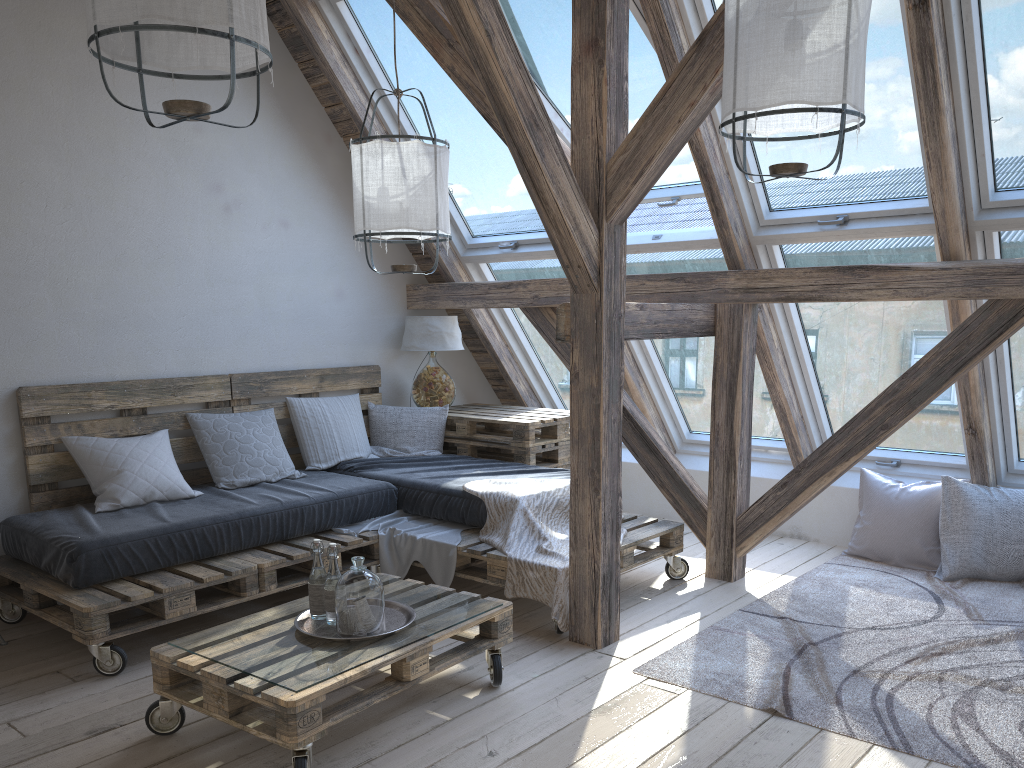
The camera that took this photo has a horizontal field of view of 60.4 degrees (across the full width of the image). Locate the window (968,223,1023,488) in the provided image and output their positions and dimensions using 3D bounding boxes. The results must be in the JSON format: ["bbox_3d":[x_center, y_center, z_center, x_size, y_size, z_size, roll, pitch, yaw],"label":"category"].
[{"bbox_3d":[2.477,-0.084,3.719,0.849,1.303,1.083,7,11,40],"label":"window"}]

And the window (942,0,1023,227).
[{"bbox_3d":[1.821,-1.214,2.739,0.849,1.303,1.083,7,11,40],"label":"window"}]

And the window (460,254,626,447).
[{"bbox_3d":[0.372,-0.198,5.473,0.849,1.303,1.083,7,11,40],"label":"window"}]

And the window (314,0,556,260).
[{"bbox_3d":[-0.283,-1.328,4.493,0.849,1.303,1.083,7,11,40],"label":"window"}]

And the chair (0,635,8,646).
[{"bbox_3d":[-2.239,0.792,3.483,0.350,0.531,0.350,8,13,43],"label":"chair"}]

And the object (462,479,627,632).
[{"bbox_3d":[0.294,0.722,3.953,0.808,0.483,0.994,-3,6,-20],"label":"object"}]

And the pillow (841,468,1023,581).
[{"bbox_3d":[2.219,0.711,4.344,1.128,0.536,0.429,3,9,32],"label":"pillow"}]

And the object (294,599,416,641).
[{"bbox_3d":[-0.513,0.776,2.892,0.393,0.022,0.390,-3,5,-30],"label":"object"}]

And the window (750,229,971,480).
[{"bbox_3d":[1.775,-0.122,4.303,0.849,1.303,1.083,7,11,40],"label":"window"}]

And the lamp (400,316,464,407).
[{"bbox_3d":[-0.673,0.229,5.516,0.820,1.312,0.382,4,11,25],"label":"lamp"}]

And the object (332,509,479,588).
[{"bbox_3d":[-0.465,0.790,4.255,0.706,0.283,0.497,2,7,24],"label":"object"}]

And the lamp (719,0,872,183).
[{"bbox_3d":[0.791,-1.249,2.415,0.399,1.332,0.399,3,11,16],"label":"lamp"}]

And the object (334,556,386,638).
[{"bbox_3d":[-0.484,0.666,2.789,0.156,0.252,0.153,1,9,9],"label":"object"}]

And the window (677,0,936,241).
[{"bbox_3d":[1.120,-1.252,3.324,0.849,1.303,1.083,7,11,40],"label":"window"}]

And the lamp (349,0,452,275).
[{"bbox_3d":[-0.452,-1.213,3.471,0.400,1.550,0.398,-2,11,-8],"label":"lamp"}]

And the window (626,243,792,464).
[{"bbox_3d":[1.074,-0.160,4.888,0.849,1.303,1.083,7,11,40],"label":"window"}]

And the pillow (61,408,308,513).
[{"bbox_3d":[-1.509,0.331,4.210,0.348,0.362,1.117,6,8,40],"label":"pillow"}]

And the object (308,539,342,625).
[{"bbox_3d":[-0.610,0.648,2.892,0.152,0.273,0.070,7,13,39],"label":"object"}]

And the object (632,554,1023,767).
[{"bbox_3d":[2.347,1.019,3.002,3.165,0.057,2.164,3,6,40],"label":"object"}]

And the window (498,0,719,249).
[{"bbox_3d":[0.448,-1.293,3.943,0.848,1.303,1.334,7,11,40],"label":"window"}]

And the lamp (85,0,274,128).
[{"bbox_3d":[-0.768,-1.160,1.956,0.407,1.107,0.391,-2,11,-8],"label":"lamp"}]

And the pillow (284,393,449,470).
[{"bbox_3d":[-0.821,0.245,5.049,0.962,0.407,0.381,-4,9,-33],"label":"pillow"}]

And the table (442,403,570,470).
[{"bbox_3d":[-0.078,0.525,5.488,1.009,0.716,0.667,5,10,40],"label":"table"}]
